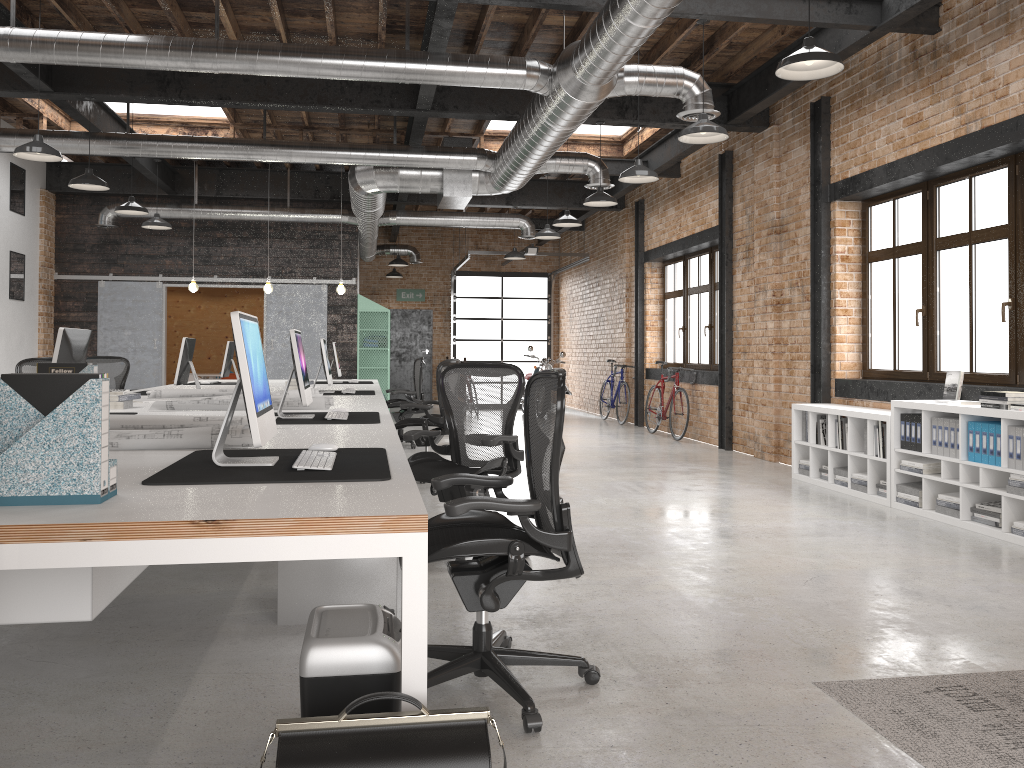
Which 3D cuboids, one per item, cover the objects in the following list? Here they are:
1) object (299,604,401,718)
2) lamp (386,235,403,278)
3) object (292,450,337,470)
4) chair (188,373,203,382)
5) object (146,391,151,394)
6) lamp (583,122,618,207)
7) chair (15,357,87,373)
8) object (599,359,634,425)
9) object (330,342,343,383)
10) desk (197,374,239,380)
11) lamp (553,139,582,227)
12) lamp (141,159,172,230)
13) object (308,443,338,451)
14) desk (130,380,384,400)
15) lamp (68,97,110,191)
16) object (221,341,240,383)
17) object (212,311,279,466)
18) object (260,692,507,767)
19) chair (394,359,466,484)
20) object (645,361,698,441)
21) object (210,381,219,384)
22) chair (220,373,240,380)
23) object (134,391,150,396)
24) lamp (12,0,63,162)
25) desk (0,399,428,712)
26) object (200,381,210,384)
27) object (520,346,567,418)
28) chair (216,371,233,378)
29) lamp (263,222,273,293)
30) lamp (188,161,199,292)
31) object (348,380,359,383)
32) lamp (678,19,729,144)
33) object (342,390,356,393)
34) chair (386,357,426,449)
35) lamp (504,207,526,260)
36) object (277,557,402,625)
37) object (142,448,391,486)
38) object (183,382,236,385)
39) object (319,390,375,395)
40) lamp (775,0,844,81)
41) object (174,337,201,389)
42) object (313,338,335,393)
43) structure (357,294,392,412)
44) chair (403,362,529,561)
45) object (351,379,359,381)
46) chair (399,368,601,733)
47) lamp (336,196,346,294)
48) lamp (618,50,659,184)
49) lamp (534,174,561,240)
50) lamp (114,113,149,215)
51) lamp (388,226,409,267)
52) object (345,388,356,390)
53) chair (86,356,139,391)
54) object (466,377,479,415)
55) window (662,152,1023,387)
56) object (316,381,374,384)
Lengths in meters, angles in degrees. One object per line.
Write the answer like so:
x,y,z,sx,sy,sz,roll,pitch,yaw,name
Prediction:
-0.397,0.825,2.225,0.250,0.466,0.338,0,0,-9,object
-2.429,-2.877,18.308,0.362,1.339,0.362,1,-1,-32,lamp
-0.641,0.248,2.897,0.118,0.017,0.439,0,2,-9,object
-5.507,0.197,15.209,0.618,0.778,0.580,0,0,-14,chair
-3.054,0.070,7.529,0.106,0.028,0.059,0,1,-8,object
0.925,-2.309,9.264,0.362,0.857,0.362,0,0,13,lamp
-3.974,0.310,7.702,0.770,1.086,0.792,0,0,-41,chair
1.690,0.114,14.691,0.401,1.040,1.738,0,1,-15,object
-2.141,-0.262,10.707,0.189,0.485,0.484,0,1,-9,object
-5.012,0.186,16.269,1.999,0.732,0.998,0,1,-9,desk
0.676,-2.616,10.799,0.362,1.364,0.361,0,-1,-2,lamp
-4.477,-2.398,11.175,0.362,0.857,0.362,0,0,8,lamp
-0.687,0.230,3.222,0.106,0.028,0.059,0,1,-8,object
-2.570,0.415,9.388,2.312,0.770,5.111,0,2,-9,desk
-4.033,-2.302,8.455,0.362,0.857,0.362,0,0,-2,lamp
-3.273,-0.253,10.303,0.189,0.485,0.484,0,1,-9,object
-0.864,0.014,2.891,0.189,0.485,0.484,0,1,-9,object
-0.271,0.860,1.877,0.548,0.430,0.268,0,0,-11,object
-0.771,0.311,8.074,0.792,1.086,0.770,0,0,-1,chair
2.106,0.204,12.141,0.401,1.040,1.738,0,1,-15,object
-3.498,-0.021,10.289,0.118,0.017,0.439,0,2,-9,object
-4.810,0.196,15.323,0.618,0.778,0.580,0,0,-14,chair
-2.991,0.079,7.849,0.687,0.008,0.848,0,2,-10,object
-3.818,-2.510,7.154,0.362,1.364,0.362,0,-1,-17,lamp
-1.745,0.594,4.337,2.312,0.770,5.111,0,2,-9,desk
-3.452,-0.016,9.964,0.106,0.028,0.059,0,1,-8,object
0.514,-0.053,16.979,0.813,1.360,2.177,0,1,-21,object
-5.581,0.128,17.202,0.618,0.778,0.580,0,0,-14,chair
-3.131,-2.004,11.398,0.123,1.679,0.123,0,-1,-11,lamp
-4.039,-2.003,11.249,0.123,1.679,0.123,0,-1,-11,lamp
-1.918,-0.028,10.713,0.118,0.017,0.439,0,2,-9,object
1.389,-2.208,6.429,0.362,0.857,0.362,0,0,8,lamp
-1.472,0.068,7.982,0.118,0.017,0.439,0,2,-9,object
-1.340,0.214,10.801,0.792,1.086,0.770,0,0,-31,chair
0.048,-2.498,14.635,0.362,0.857,0.362,1,-1,-32,lamp
-0.726,0.774,3.838,0.541,0.455,0.221,0,0,-9,object
-0.751,0.260,2.891,0.687,0.008,0.848,0,2,-9,object
-3.389,-0.007,10.285,0.687,0.008,0.848,0,2,-10,object
-1.586,0.080,8.001,0.687,0.008,0.848,0,2,-9,object
1.641,-2.408,4.892,0.362,1.364,0.361,0,-1,8,lamp
-2.875,-0.167,7.868,0.189,0.485,0.484,0,1,-9,object
-1.695,-0.166,7.976,0.189,0.485,0.484,0,1,-9,object
-2.333,-0.443,15.001,0.556,2.101,1.117,0,0,-9,structure
-0.260,0.418,5.039,0.770,1.086,0.792,0,0,14,chair
-1.964,-0.046,11.038,0.106,0.028,0.059,0,1,-10,object
-0.083,0.490,2.988,0.792,1.086,0.770,0,0,-26,chair
-2.223,-2.005,11.546,0.123,1.679,0.123,0,-1,-11,lamp
1.140,-2.516,7.964,0.362,1.364,0.362,1,-1,-37,lamp
0.481,-2.405,11.984,0.362,0.857,0.362,0,0,8,lamp
-4.282,-2.610,9.989,0.362,1.364,0.361,0,-1,-2,lamp
-2.031,-2.791,15.871,0.362,1.339,0.362,1,-1,-32,lamp
-1.518,0.050,8.307,0.106,0.028,0.059,0,1,-10,object
-4.686,0.213,10.407,0.792,1.086,0.770,0,0,29,chair
-0.847,0.096,17.662,0.410,1.034,1.734,0,1,-3,object
3.027,-0.926,9.529,0.147,1.691,8.637,0,2,-9,window
-2.033,-0.017,10.732,0.687,0.008,0.848,0,2,-10,object
